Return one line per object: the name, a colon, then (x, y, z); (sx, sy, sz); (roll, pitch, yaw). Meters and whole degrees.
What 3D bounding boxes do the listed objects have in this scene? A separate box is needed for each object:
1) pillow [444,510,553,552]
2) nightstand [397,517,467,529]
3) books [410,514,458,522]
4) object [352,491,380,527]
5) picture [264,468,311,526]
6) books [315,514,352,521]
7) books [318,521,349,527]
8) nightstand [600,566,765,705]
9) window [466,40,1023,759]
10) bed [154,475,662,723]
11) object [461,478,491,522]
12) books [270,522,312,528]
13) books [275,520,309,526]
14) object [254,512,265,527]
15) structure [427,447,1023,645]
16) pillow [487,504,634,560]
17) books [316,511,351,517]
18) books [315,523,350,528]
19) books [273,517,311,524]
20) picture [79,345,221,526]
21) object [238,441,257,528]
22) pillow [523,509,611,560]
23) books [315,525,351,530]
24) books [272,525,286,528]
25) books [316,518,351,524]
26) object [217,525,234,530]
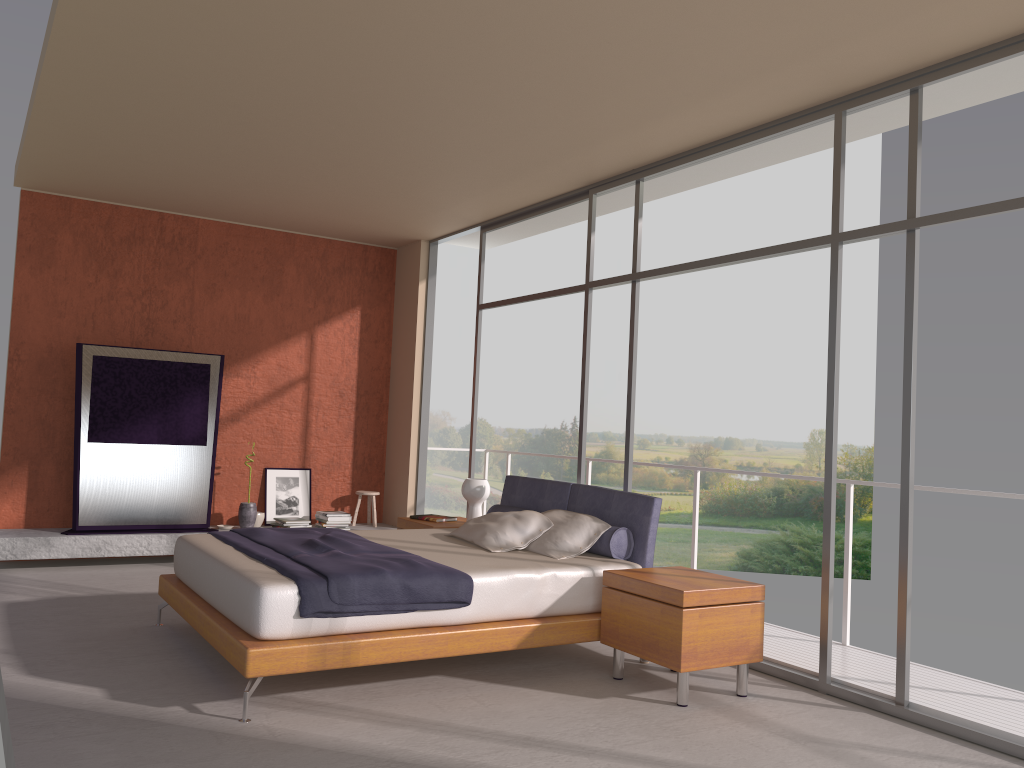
pillow: (-0.099, 0.930, 5.696); (0.431, 0.264, 0.869); (4, -3, -24)
nightstand: (-0.515, 1.344, 6.877); (0.562, 0.556, 0.628); (5, -4, -32)
books: (-0.614, 1.052, 6.955); (0.287, 0.025, 0.247); (0, -4, 39)
object: (-1.444, 1.254, 8.893); (0.260, 0.349, 0.257); (1, -3, 27)
picture: (-2.180, 1.098, 8.644); (0.458, 0.550, 0.117); (5, -4, -32)
books: (-1.722, 1.285, 8.555); (0.247, 0.038, 0.319); (5, -4, -34)
books: (-1.718, 1.344, 8.534); (0.247, 0.025, 0.287); (4, -3, -21)
nightstand: (0.879, 1.291, 4.636); (0.562, 0.556, 0.628); (5, -4, -32)
window: (1.247, 0.071, 5.477); (0.075, 3.133, 6.106); (5, -4, -32)
bed: (-0.618, 1.062, 5.286); (2.462, 0.959, 2.017); (5, -4, -32)
object: (-0.281, 0.901, 6.819); (0.224, 0.338, 0.224); (4, -3, -20)
books: (-2.083, 1.330, 8.371); (0.328, 0.018, 0.247); (0, -4, 43)
books: (-2.072, 1.308, 8.362); (0.247, 0.025, 0.287); (4, -3, -29)
object: (-2.429, 1.281, 8.364); (0.179, 0.137, 0.180); (4, -3, -19)
structure: (1.439, 1.083, 5.801); (0.728, 1.005, 7.689); (5, -4, -32)
pillow: (0.273, 0.955, 5.827); (0.205, 0.201, 1.470); (5, -4, -32)
books: (-1.724, 1.254, 8.562); (0.247, 0.025, 0.287); (5, -4, -32)
books: (-1.729, 1.366, 8.556); (0.247, 0.018, 0.287); (5, -4, -32)
books: (-2.075, 1.287, 8.366); (0.247, 0.018, 0.328); (5, -4, -35)
picture: (-3.126, 0.455, 7.643); (1.129, 1.496, 0.126); (5, -4, -32)
object: (-2.422, 0.935, 8.177); (0.165, 0.810, 0.165); (3, -3, -8)
pillow: (0.247, 0.926, 5.490); (0.400, 0.265, 0.791); (4, -3, -29)
books: (-1.727, 1.384, 8.550); (0.247, 0.018, 0.328); (4, -3, -30)
books: (-2.091, 1.352, 8.356); (0.247, 0.025, 0.287); (5, -4, -35)
books: (-1.724, 1.317, 8.553); (0.247, 0.027, 0.328); (4, -3, -30)
object: (-2.622, 1.316, 8.109); (0.152, 0.040, 0.152); (3, -3, 3)
